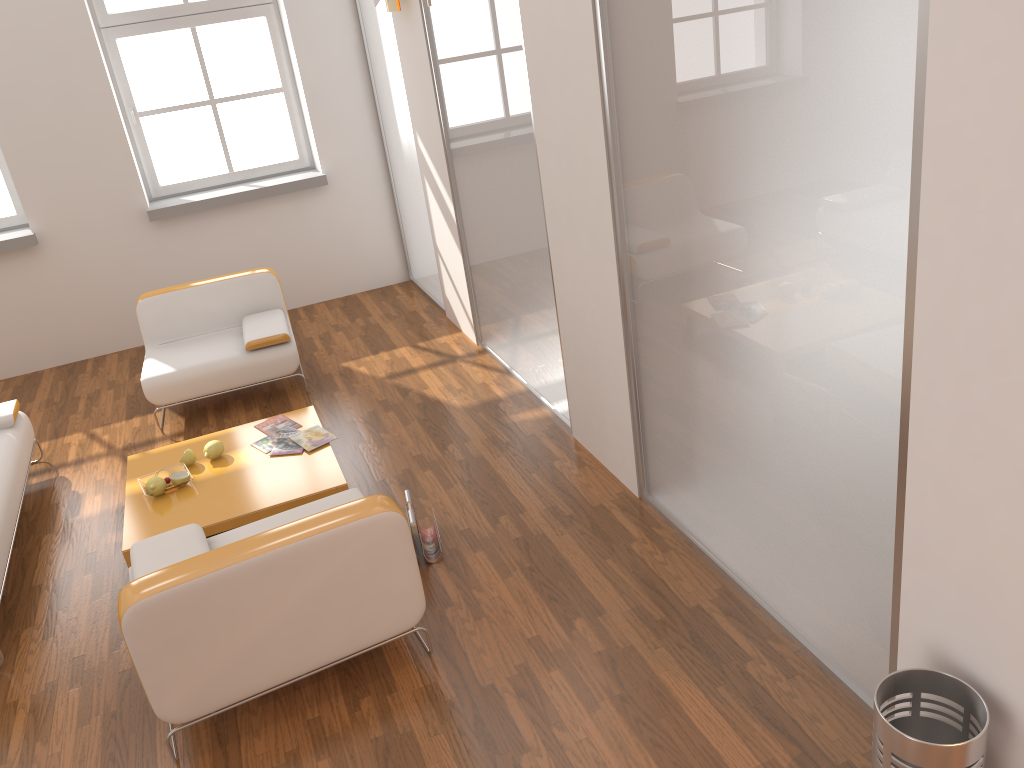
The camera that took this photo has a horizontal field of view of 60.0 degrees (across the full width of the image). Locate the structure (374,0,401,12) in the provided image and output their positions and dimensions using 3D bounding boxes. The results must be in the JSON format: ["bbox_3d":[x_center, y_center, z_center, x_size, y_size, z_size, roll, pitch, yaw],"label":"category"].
[{"bbox_3d":[-0.746,-2.587,5.132,0.125,0.800,0.605,-16,25,-16],"label":"structure"}]

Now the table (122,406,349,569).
[{"bbox_3d":[-1.391,0.489,4.436,1.000,0.150,1.000,-16,25,-16],"label":"table"}]

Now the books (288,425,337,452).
[{"bbox_3d":[-1.028,0.277,4.572,0.171,0.004,0.249,-24,28,-31],"label":"books"}]

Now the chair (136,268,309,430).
[{"bbox_3d":[-1.854,-0.257,5.617,0.923,0.661,0.825,-15,25,-13],"label":"chair"}]

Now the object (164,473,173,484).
[{"bbox_3d":[-1.704,0.472,4.330,0.134,0.037,0.061,-13,24,-9],"label":"object"}]

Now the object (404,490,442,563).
[{"bbox_3d":[-0.415,0.608,3.761,0.189,0.217,0.281,-12,24,-7],"label":"object"}]

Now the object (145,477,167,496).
[{"bbox_3d":[-1.698,0.487,4.234,0.101,0.095,0.102,12,31,38],"label":"object"}]

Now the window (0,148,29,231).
[{"bbox_3d":[-4.272,-1.799,6.115,1.308,1.737,0.142,-16,25,-16],"label":"window"}]

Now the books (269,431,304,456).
[{"bbox_3d":[-1.134,0.302,4.562,0.171,0.004,0.249,-7,24,5],"label":"books"}]

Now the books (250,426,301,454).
[{"bbox_3d":[-1.222,0.289,4.632,0.171,0.004,0.249,15,33,42],"label":"books"}]

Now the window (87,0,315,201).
[{"bbox_3d":[-2.323,-2.356,6.686,1.308,1.737,0.142,-16,25,-16],"label":"window"}]

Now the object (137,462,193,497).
[{"bbox_3d":[-1.681,0.480,4.312,0.227,0.048,0.227,-21,27,-25],"label":"object"}]

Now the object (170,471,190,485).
[{"bbox_3d":[-1.605,0.465,4.301,0.092,0.065,0.091,7,28,31],"label":"object"}]

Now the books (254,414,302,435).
[{"bbox_3d":[-1.265,0.226,4.785,0.171,0.004,0.249,-26,29,-33],"label":"books"}]

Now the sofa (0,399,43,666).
[{"bbox_3d":[-2.762,0.586,4.063,0.825,0.661,2.010,-17,25,-17],"label":"sofa"}]

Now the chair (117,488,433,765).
[{"bbox_3d":[-0.887,0.683,3.206,0.923,0.661,0.825,-18,26,-20],"label":"chair"}]

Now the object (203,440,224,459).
[{"bbox_3d":[-1.521,0.336,4.523,0.105,0.091,0.103,-19,26,-21],"label":"object"}]

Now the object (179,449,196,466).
[{"bbox_3d":[-1.641,0.372,4.487,0.080,0.087,0.094,-5,24,9],"label":"object"}]

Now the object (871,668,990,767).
[{"bbox_3d":[1.025,0.964,2.197,0.248,0.450,0.248,3,26,24],"label":"object"}]
